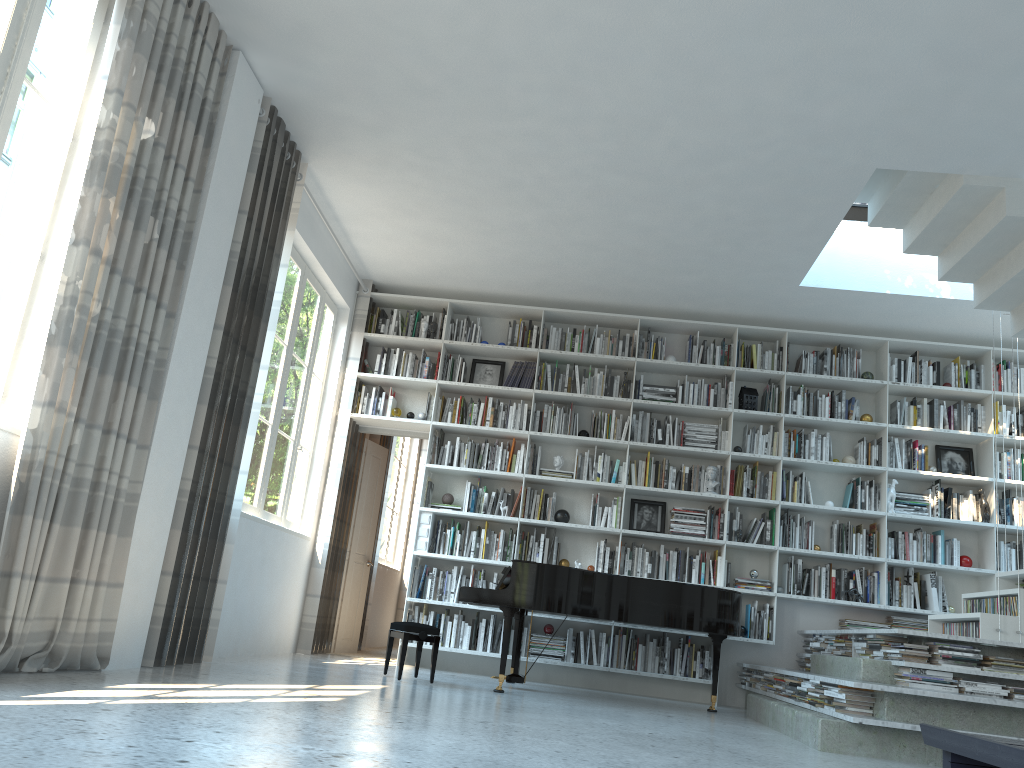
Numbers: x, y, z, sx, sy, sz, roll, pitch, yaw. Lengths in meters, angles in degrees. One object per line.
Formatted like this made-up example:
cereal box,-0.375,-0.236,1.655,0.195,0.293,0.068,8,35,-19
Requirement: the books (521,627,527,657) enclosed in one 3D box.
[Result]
books,0.103,2.110,7.253,0.027,0.226,0.140,6,-15,5

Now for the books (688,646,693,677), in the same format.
books,1.422,2.231,7.131,0.028,0.238,0.140,6,-15,5

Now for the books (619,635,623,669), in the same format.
books,0.881,2.172,7.196,0.010,0.258,0.131,6,-15,5

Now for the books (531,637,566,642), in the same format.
books,0.298,2.086,7.241,0.285,0.005,0.160,6,-15,2

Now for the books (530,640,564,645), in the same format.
books,0.292,2.113,7.239,0.285,0.005,0.160,5,-15,6

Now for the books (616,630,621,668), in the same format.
books,0.857,2.142,7.175,0.014,0.300,0.185,6,-15,5

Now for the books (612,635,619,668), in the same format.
books,0.834,2.161,7.171,0.026,0.255,0.184,6,-15,5

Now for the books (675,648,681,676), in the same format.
books,1.324,2.230,7.118,0.029,0.209,0.171,6,-15,5

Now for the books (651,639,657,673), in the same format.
books,1.140,2.193,7.162,0.028,0.260,0.133,6,-15,5

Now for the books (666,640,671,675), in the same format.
books,1.252,2.203,7.150,0.024,0.261,0.132,6,-15,5

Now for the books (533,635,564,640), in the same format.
books,0.300,2.072,7.252,0.254,0.005,0.161,6,-15,5

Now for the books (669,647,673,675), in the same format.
books,1.281,2.232,7.149,0.040,0.211,0.129,6,-15,5

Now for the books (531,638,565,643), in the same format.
books,0.294,2.095,7.236,0.285,0.005,0.160,7,-15,1

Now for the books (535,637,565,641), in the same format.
books,0.298,2.080,7.238,0.254,0.005,0.161,7,-15,0

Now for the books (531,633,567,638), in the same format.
books,0.302,2.053,7.245,0.285,0.005,0.160,4,-15,10

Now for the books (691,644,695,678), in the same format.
books,1.442,2.220,7.118,0.011,0.257,0.172,6,-15,5

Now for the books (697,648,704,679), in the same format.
books,1.506,2.244,7.119,0.028,0.227,0.162,6,-15,5

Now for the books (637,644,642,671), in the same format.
books,1.022,2.203,7.145,0.028,0.206,0.175,6,-15,5

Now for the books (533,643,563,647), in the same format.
books,0.290,2.129,7.237,0.254,0.005,0.161,6,-15,5

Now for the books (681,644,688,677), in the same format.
books,1.373,2.213,7.111,0.044,0.250,0.187,6,-15,5

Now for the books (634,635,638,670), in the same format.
books,0.997,2.173,7.180,0.012,0.275,0.155,6,-15,5

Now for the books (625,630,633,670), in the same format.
books,0.941,2.148,7.179,0.034,0.310,0.170,6,-15,5

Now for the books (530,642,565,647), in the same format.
books,0.291,2.123,7.234,0.285,0.005,0.160,6,-15,3

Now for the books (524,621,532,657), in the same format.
books,0.133,2.086,7.257,0.027,0.281,0.129,6,-15,5

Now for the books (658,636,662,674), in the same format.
books,1.185,2.182,7.147,0.013,0.284,0.185,6,-15,5

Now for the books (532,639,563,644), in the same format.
books,0.294,2.103,7.244,0.254,0.005,0.161,6,-15,5

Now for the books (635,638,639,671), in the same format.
books,1.007,2.184,7.177,0.012,0.254,0.151,6,-15,5

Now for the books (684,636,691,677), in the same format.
books,1.405,2.185,7.120,0.013,0.316,0.187,6,-15,5

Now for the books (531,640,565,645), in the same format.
books,0.293,2.108,7.241,0.285,0.005,0.160,6,-15,4

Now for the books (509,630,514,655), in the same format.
books,0.001,2.114,7.259,0.025,0.197,0.160,6,-15,5

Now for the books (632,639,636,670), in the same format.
books,0.982,2.189,7.172,0.012,0.238,0.129,6,-15,5

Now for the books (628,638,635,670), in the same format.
books,0.966,2.184,7.178,0.022,0.246,0.144,6,-15,5

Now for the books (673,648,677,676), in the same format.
books,1.304,2.229,7.115,0.010,0.205,0.180,6,-15,5

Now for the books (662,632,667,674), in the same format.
books,1.223,2.160,7.145,0.014,0.334,0.183,6,-15,5

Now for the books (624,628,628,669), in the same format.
books,0.920,2.133,7.183,0.012,0.336,0.144,6,-15,5

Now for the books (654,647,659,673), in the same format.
books,1.162,2.223,7.150,0.024,0.203,0.145,6,-15,5

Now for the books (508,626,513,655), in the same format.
books,-0.015,2.098,7.269,0.012,0.230,0.138,6,-15,5

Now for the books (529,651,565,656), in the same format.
books,0.285,2.192,7.208,0.285,0.007,0.160,4,-15,10

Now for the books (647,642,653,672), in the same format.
books,1.109,2.203,7.162,0.030,0.234,0.138,6,-15,5

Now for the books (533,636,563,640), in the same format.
books,0.300,2.077,7.250,0.254,0.005,0.161,6,-15,5

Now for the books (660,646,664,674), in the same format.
books,1.198,2.220,7.140,0.022,0.212,0.167,6,-15,5

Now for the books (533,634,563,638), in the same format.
books,0.302,2.061,7.252,0.254,0.005,0.161,5,-15,6

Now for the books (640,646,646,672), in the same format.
books,1.052,2.219,7.170,0.030,0.196,0.143,6,-15,5

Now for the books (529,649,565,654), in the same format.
books,0.287,2.180,7.219,0.285,0.007,0.160,5,-15,7

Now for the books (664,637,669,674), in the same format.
books,1.234,2.185,7.140,0.014,0.287,0.185,6,-15,5

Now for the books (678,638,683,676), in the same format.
books,1.349,2.193,7.128,0.011,0.292,0.184,6,-15,5

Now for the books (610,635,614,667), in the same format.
books,0.806,2.165,7.193,0.012,0.253,0.161,6,-15,5

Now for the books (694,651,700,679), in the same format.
books,1.479,2.249,7.107,0.022,0.204,0.191,6,-15,5

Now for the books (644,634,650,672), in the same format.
books,1.085,2.172,7.169,0.026,0.293,0.155,6,-15,5

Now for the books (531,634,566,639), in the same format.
books,0.301,2.067,7.254,0.285,0.005,0.160,6,-15,5

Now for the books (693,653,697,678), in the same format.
books,1.456,2.256,7.117,0.024,0.190,0.155,6,-15,5

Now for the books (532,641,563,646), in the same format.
books,0.292,2.118,7.237,0.254,0.005,0.161,6,-15,4

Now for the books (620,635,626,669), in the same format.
books,0.898,2.169,7.186,0.025,0.263,0.145,6,-15,5

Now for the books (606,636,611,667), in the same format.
books,0.781,2.173,7.201,0.021,0.237,0.116,6,-15,5

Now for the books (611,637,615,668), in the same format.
books,0.817,2.175,7.194,0.010,0.237,0.134,6,-15,5

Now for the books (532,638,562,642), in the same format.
books,0.297,2.091,7.238,0.254,0.005,0.161,4,-15,9

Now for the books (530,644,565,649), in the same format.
books,0.292,2.141,7.232,0.285,0.007,0.160,5,-15,6

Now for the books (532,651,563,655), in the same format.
books,0.286,2.186,7.213,0.254,0.007,0.161,7,-15,1

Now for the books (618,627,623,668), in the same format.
books,0.874,2.129,7.195,0.014,0.339,0.140,6,-15,5
